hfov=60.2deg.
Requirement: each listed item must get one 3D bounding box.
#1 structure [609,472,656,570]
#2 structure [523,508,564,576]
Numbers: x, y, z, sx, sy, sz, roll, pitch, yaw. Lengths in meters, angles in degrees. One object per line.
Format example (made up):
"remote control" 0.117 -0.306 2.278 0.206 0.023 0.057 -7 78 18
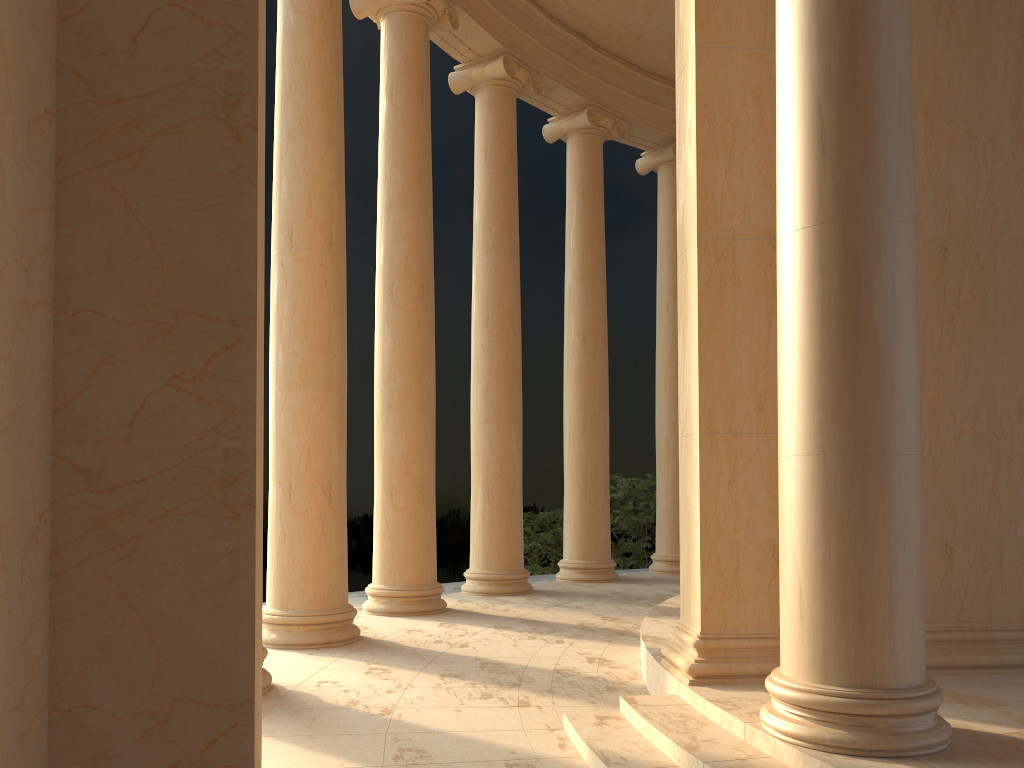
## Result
"structure" 232.626 305.933 1609.780 247.145 298.556 238.565 0 -4 -2
"structure" 43.845 309.106 1523.717 149.234 187.739 156.258 -1 -4 8
